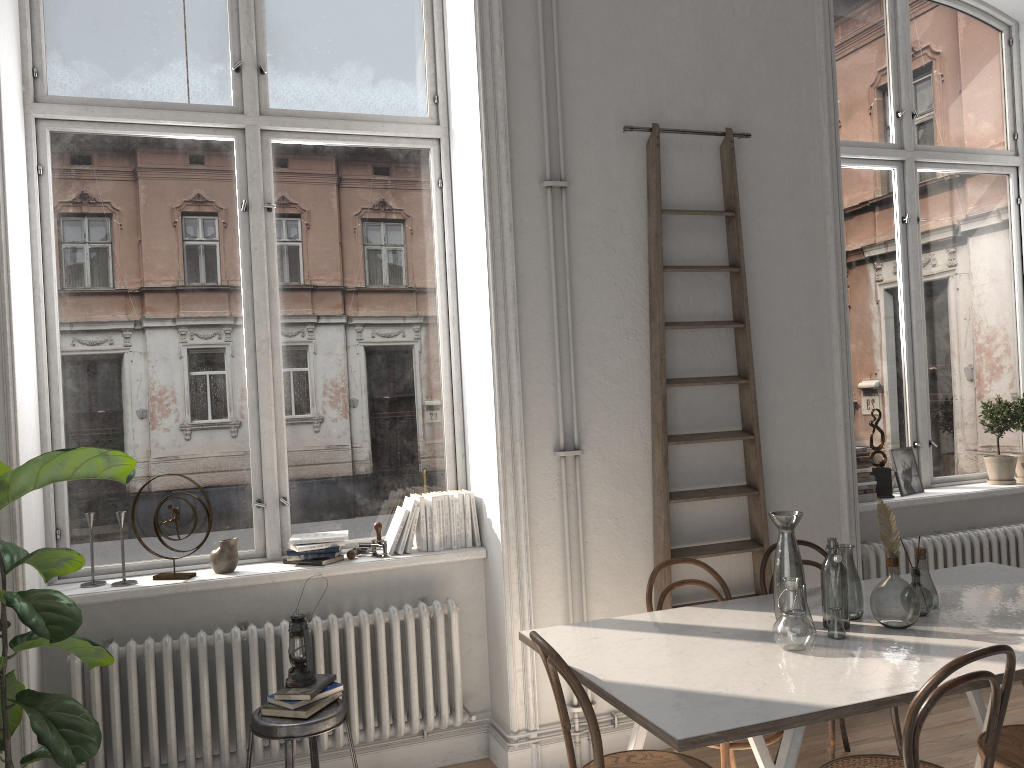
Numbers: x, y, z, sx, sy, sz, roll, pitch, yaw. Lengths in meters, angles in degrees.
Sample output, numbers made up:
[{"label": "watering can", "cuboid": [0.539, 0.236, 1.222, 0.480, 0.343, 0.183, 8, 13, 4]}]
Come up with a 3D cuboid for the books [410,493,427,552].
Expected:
[{"label": "books", "cuboid": [-0.422, 0.623, 4.006, 0.024, 0.243, 0.175, -3, 0, -20]}]

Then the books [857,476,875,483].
[{"label": "books", "cuboid": [1.789, 0.513, 4.772, 0.245, 0.028, 0.193, -3, -1, -25]}]

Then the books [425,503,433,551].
[{"label": "books", "cuboid": [-0.389, 0.640, 3.996, 0.020, 0.205, 0.155, -3, 0, -20]}]

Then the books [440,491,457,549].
[{"label": "books", "cuboid": [-0.289, 0.616, 4.031, 0.019, 0.244, 0.174, -3, 0, -20]}]

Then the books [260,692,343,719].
[{"label": "books", "cuboid": [-0.766, 1.161, 3.249, 0.194, 0.034, 0.246, -3, -1, 20]}]

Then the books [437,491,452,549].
[{"label": "books", "cuboid": [-0.317, 0.618, 4.044, 0.024, 0.243, 0.175, -3, 0, -20]}]

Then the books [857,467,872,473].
[{"label": "books", "cuboid": [1.794, 0.464, 4.776, 0.222, 0.024, 0.158, -3, -1, -20]}]

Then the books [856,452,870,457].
[{"label": "books", "cuboid": [1.788, 0.379, 4.770, 0.205, 0.020, 0.155, -3, -1, -20]}]

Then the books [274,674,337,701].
[{"label": "books", "cuboid": [-0.757, 1.113, 3.257, 0.147, 0.027, 0.221, -3, -1, 12]}]

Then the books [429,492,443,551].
[{"label": "books", "cuboid": [-0.348, 0.619, 4.010, 0.019, 0.244, 0.174, -3, 0, -20]}]

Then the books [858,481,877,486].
[{"label": "books", "cuboid": [1.791, 0.534, 4.771, 0.255, 0.014, 0.192, -3, -1, -17]}]

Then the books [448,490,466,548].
[{"label": "books", "cuboid": [-0.254, 0.615, 4.067, 0.024, 0.243, 0.175, -3, 0, -20]}]

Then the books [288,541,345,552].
[{"label": "books", "cuboid": [-0.840, 0.688, 3.803, 0.205, 0.020, 0.155, -3, -1, -30]}]

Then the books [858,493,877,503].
[{"label": "books", "cuboid": [1.789, 0.608, 4.754, 0.248, 0.043, 0.192, -3, -1, -20]}]

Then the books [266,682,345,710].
[{"label": "books", "cuboid": [-0.757, 1.135, 3.256, 0.163, 0.029, 0.232, -3, -1, 41]}]

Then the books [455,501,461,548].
[{"label": "books", "cuboid": [-0.268, 0.634, 4.040, 0.020, 0.205, 0.155, -3, 0, -20]}]

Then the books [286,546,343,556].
[{"label": "books", "cuboid": [-0.845, 0.709, 3.813, 0.221, 0.023, 0.147, -3, -1, -4]}]

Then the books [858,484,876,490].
[{"label": "books", "cuboid": [1.788, 0.553, 4.754, 0.249, 0.023, 0.175, -3, -1, -19]}]

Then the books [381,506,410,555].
[{"label": "books", "cuboid": [-0.520, 0.650, 3.952, 0.105, 0.194, 0.155, -3, 0, -21]}]

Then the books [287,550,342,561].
[{"label": "books", "cuboid": [-0.846, 0.731, 3.814, 0.205, 0.022, 0.155, -3, -1, 0]}]

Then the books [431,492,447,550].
[{"label": "books", "cuboid": [-0.335, 0.619, 4.032, 0.019, 0.244, 0.174, -3, 0, -20]}]

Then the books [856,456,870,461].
[{"label": "books", "cuboid": [1.776, 0.401, 4.766, 0.231, 0.023, 0.162, -3, -1, -4]}]

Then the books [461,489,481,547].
[{"label": "books", "cuboid": [-0.194, 0.612, 4.065, 0.040, 0.244, 0.174, -3, 0, -20]}]

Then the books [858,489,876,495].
[{"label": "books", "cuboid": [1.789, 0.576, 4.753, 0.249, 0.023, 0.175, -3, -1, -24]}]

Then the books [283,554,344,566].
[{"label": "books", "cuboid": [-0.852, 0.754, 3.815, 0.221, 0.023, 0.147, -3, -1, 29]}]

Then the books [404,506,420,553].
[{"label": "books", "cuboid": [-0.458, 0.644, 3.971, 0.072, 0.203, 0.155, -3, 0, -20]}]

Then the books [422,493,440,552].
[{"label": "books", "cuboid": [-0.366, 0.620, 3.994, 0.024, 0.243, 0.175, -3, 0, -20]}]

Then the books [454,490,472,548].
[{"label": "books", "cuboid": [-0.224, 0.613, 4.057, 0.024, 0.243, 0.175, -3, 0, -20]}]

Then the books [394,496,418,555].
[{"label": "books", "cuboid": [-0.482, 0.629, 3.961, 0.100, 0.235, 0.174, -3, 0, -20]}]

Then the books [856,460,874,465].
[{"label": "books", "cuboid": [1.785, 0.422, 4.769, 0.243, 0.019, 0.174, -3, -1, -20]}]

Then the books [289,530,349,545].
[{"label": "books", "cuboid": [-0.830, 0.662, 3.829, 0.243, 0.019, 0.174, -3, -1, -10]}]

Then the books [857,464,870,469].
[{"label": "books", "cuboid": [1.791, 0.442, 4.770, 0.205, 0.022, 0.155, -3, -1, -25]}]

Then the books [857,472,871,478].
[{"label": "books", "cuboid": [1.794, 0.488, 4.770, 0.205, 0.022, 0.155, -3, -1, -6]}]
